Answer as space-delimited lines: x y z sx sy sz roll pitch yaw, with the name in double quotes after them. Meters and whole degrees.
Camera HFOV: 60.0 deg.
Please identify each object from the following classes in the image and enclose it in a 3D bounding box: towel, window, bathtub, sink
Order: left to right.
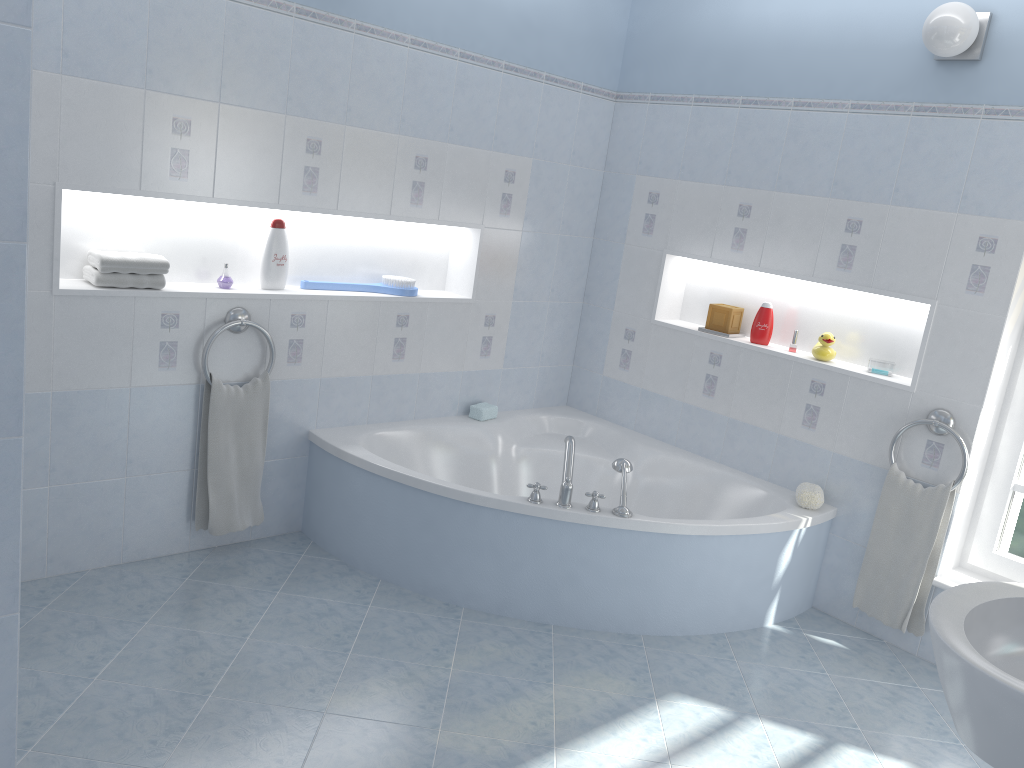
-1.340 -0.371 3.068 0.232 0.060 0.162 -3 17 -41 "towel"
-1.326 -0.422 3.065 0.232 0.062 0.163 -3 17 -41 "towel"
-1.046 0.262 3.371 0.101 0.634 0.280 20 17 41 "towel"
0.226 0.474 3.674 1.578 0.670 1.596 -4 17 -43 "bathtub"
1.501 0.631 3.388 0.083 0.635 0.280 -4 17 -43 "towel"
1.072 0.596 1.696 0.634 0.489 0.533 -4 17 -43 "sink"
2.160 -0.182 3.007 0.142 2.067 0.758 -4 17 -43 "window"

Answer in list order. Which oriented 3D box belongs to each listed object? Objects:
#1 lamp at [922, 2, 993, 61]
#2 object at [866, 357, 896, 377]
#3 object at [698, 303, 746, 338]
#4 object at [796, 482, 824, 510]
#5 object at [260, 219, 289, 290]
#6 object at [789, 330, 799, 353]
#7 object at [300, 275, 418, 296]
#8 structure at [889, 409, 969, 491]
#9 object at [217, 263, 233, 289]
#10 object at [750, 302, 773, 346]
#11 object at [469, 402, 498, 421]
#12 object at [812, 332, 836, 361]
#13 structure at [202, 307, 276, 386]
1.549 -1.242 3.120 0.216 0.180 0.180 -4 17 -43 "lamp"
1.490 -0.067 3.583 0.102 0.053 0.072 13 13 20 "object"
0.977 -0.296 4.082 0.160 0.130 0.160 19 16 39 "object"
1.210 0.455 3.603 0.105 0.077 0.165 12 13 16 "object"
-0.920 -0.504 3.452 0.063 0.276 0.134 16 15 32 "object"
1.223 -0.186 3.839 0.030 0.096 0.030 12 13 16 "object"
-0.653 -0.433 3.781 0.534 0.065 0.172 1 14 -30 "object"
1.567 0.256 3.323 0.051 0.332 0.291 -4 17 -43 "structure"
-1.073 -0.406 3.322 0.059 0.094 0.059 19 16 38 "object"
1.110 -0.268 3.918 0.092 0.190 0.044 13 13 19 "object"
-0.135 0.131 4.202 0.081 0.059 0.128 16 15 31 "object"
1.312 -0.159 3.718 0.095 0.122 0.132 11 13 10 "object"
-1.019 -0.119 3.305 0.291 0.332 0.051 -4 17 -43 "structure"
